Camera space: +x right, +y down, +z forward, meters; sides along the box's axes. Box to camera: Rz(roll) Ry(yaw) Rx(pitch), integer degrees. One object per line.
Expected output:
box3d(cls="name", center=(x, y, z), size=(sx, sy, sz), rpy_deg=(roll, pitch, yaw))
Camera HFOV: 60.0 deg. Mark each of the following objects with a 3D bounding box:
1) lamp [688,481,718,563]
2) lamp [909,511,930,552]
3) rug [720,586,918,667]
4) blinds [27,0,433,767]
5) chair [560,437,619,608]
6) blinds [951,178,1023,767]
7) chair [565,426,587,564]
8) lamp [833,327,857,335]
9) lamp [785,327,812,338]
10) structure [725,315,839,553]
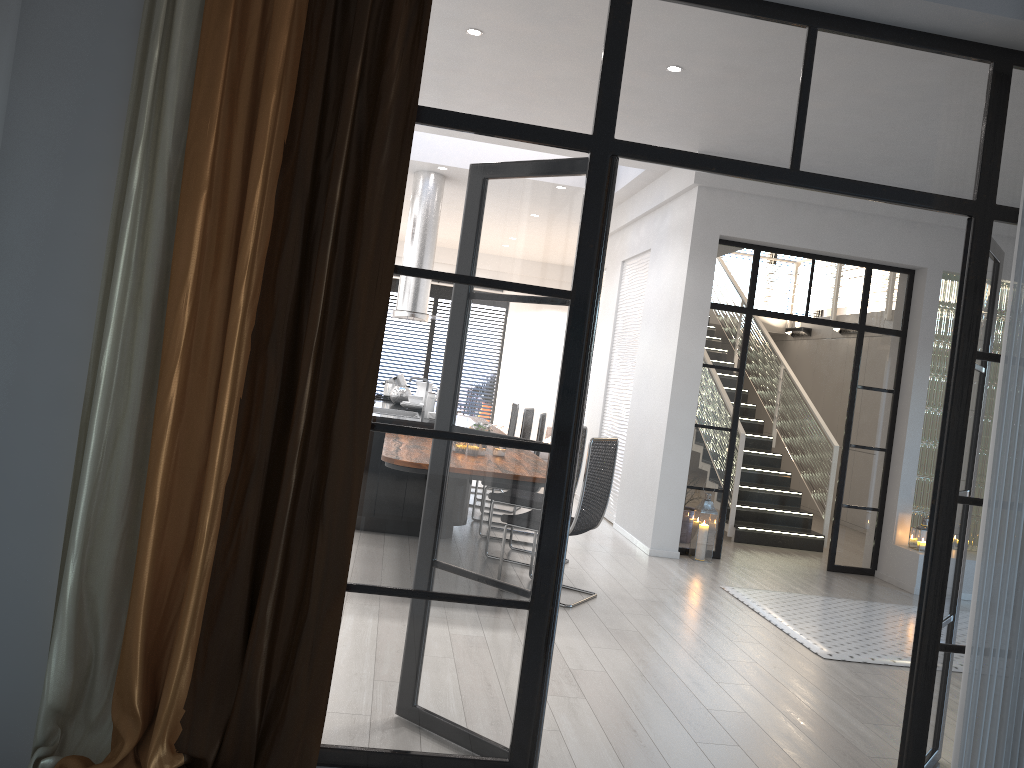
box3d(cls="lamp", center=(1.612, 1.137, 7.408), size=(0.148, 0.665, 0.157), rpy_deg=(8, -1, -7))
box3d(cls="lamp", center=(3.447, 1.226, 7.413), size=(0.149, 0.329, 0.155), rpy_deg=(8, -1, -7))
box3d(cls="rug", center=(2.723, 1.627, 5.805), size=(2.275, 0.020, 1.585), rpy_deg=(8, 1, -8))
box3d(cls="blinds", center=(-0.736, -0.324, 2.471), size=(0.810, 3.046, 0.255), rpy_deg=(8, -1, -8))
box3d(cls="chair", center=(0.278, 0.802, 5.566), size=(0.537, 1.019, 0.470), rpy_deg=(7, -1, 28))
box3d(cls="blinds", center=(2.216, 0.075, 2.940), size=(1.300, 3.069, 0.052), rpy_deg=(8, -1, -7))
box3d(cls="chair", center=(0.168, 0.777, 6.498), size=(0.537, 1.019, 0.470), rpy_deg=(7, -1, 23))
box3d(cls="lamp", center=(4.366, -0.711, 11.505), size=(0.152, 0.124, 0.568), rpy_deg=(8, 1, -7))
box3d(cls="lamp", center=(4.180, -0.752, 12.953), size=(0.152, 0.124, 0.568), rpy_deg=(8, 1, -7))
box3d(cls="structure", center=(3.267, -0.156, 10.678), size=(2.392, 3.603, 5.803), rpy_deg=(8, 0, -7))
